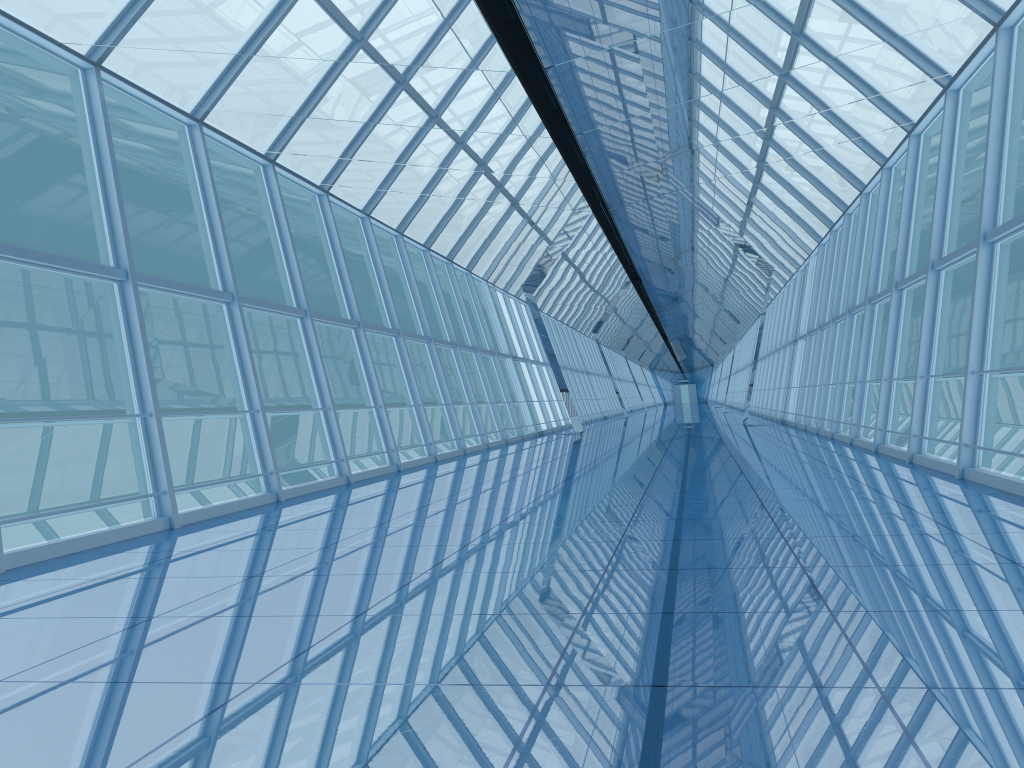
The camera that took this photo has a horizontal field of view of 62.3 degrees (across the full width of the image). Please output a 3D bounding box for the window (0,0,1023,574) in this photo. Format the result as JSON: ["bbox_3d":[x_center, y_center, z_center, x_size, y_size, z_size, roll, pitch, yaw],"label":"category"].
[{"bbox_3d":[9.753,-0.734,51.148,9.874,4.946,105.810,-4,-2,12],"label":"window"}]
